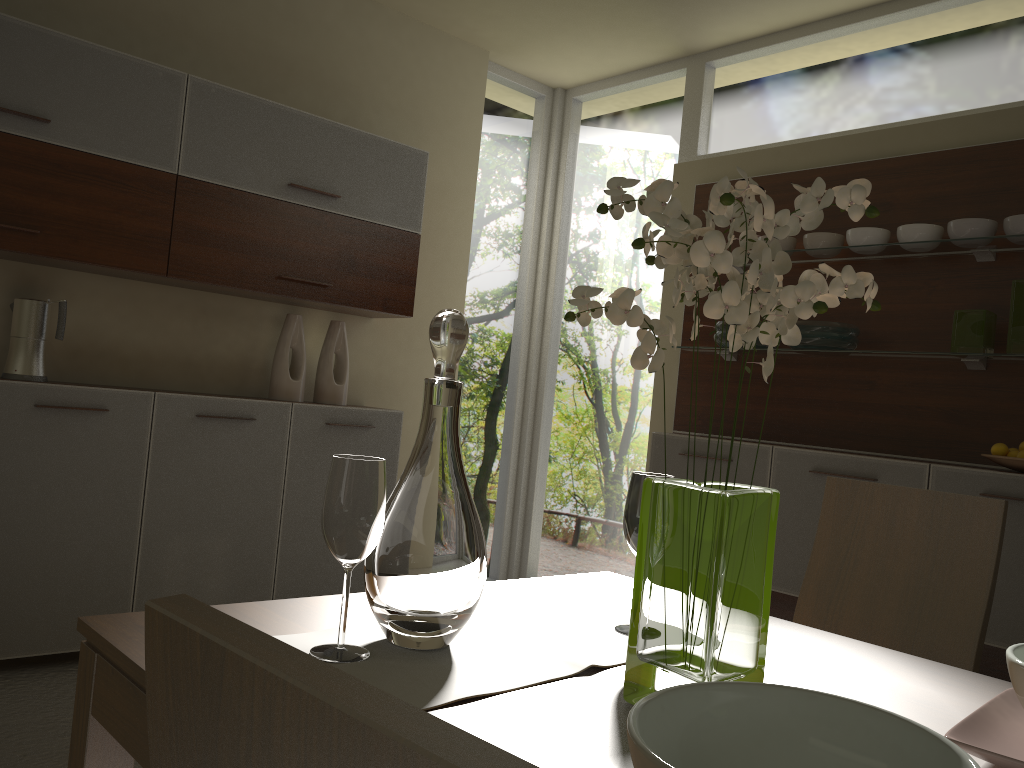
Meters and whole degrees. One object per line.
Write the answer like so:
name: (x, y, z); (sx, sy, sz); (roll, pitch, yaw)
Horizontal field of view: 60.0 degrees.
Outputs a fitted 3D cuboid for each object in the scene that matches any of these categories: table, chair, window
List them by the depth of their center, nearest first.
chair: (0.103, 0.623, 0.409); (0.404, 1.017, 0.507); (4, -2, 45)
table: (0.259, 0.762, 0.916); (1.000, 0.790, 1.411); (7, -2, -42)
chair: (0.571, 0.692, 1.601); (0.507, 1.017, 0.404); (7, -2, -42)
window: (-0.568, -0.409, 1.681); (6.429, 3.000, 4.466); (7, -2, -44)

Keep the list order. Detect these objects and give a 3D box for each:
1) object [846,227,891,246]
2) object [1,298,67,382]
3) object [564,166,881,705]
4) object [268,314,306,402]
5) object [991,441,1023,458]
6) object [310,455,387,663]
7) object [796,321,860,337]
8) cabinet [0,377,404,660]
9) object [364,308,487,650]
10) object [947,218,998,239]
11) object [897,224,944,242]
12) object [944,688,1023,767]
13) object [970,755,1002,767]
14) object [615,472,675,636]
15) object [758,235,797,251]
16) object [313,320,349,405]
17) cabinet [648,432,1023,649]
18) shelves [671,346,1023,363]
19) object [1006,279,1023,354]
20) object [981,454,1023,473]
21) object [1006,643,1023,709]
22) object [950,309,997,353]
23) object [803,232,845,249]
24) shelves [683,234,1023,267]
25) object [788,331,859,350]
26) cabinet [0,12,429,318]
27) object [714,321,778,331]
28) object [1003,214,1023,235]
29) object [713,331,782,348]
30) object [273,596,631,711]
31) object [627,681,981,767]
object: (1.413, -0.567, 3.525); (0.163, 0.077, 0.163); (5, -1, 7)
object: (-1.748, -0.165, 3.240); (0.181, 0.305, 0.150); (6, -1, -36)
object: (0.230, 0.060, 0.995); (0.304, 0.608, 0.302); (6, -1, -39)
object: (-0.986, -0.118, 3.944); (0.153, 0.384, 0.153); (6, -1, -8)
object: (1.752, 0.223, 2.986); (0.259, 0.139, 0.230); (5, -1, 18)
object: (-0.191, 0.202, 1.045); (0.075, 0.232, 0.075); (5, -1, 7)
object: (1.267, -0.207, 3.623); (0.288, 0.068, 0.288); (5, -1, 7)
cabinet: (-1.512, 0.527, 3.482); (2.318, 1.018, 0.372); (7, -2, -42)
object: (-0.099, 0.115, 1.136); (0.156, 0.426, 0.156); (6, -1, -1)
object: (1.675, -0.548, 3.231); (0.163, 0.077, 0.163); (5, -1, 7)
object: (1.556, -0.556, 3.385); (0.163, 0.077, 0.163); (6, -1, -1)
object: (0.610, 0.377, 0.869); (0.283, 0.033, 0.283); (5, -2, 42)
object: (0.491, 0.379, 0.746); (0.589, 0.010, 0.287); (6, -1, -39)
object: (0.196, 0.248, 1.300); (0.075, 0.232, 0.075); (5, -1, 7)
object: (1.140, -0.588, 3.825); (0.163, 0.077, 0.163); (5, -1, 7)
object: (-0.822, -0.099, 4.093); (0.153, 0.384, 0.153); (6, -1, -8)
cabinet: (1.540, 0.572, 3.180); (0.372, 0.570, 2.463); (7, -2, -42)
shelves: (1.648, -0.097, 3.233); (0.255, 0.008, 2.463); (7, -2, -42)
object: (1.782, -0.225, 3.054); (0.099, 0.259, 0.099); (7, -2, -42)
object: (1.762, 0.279, 2.977); (0.337, 0.053, 0.337); (6, -1, -11)
object: (0.613, 0.336, 0.870); (0.233, 0.101, 0.233); (5, -1, 37)
object: (1.663, -0.182, 3.193); (0.111, 0.160, 0.112); (7, -2, -42)
object: (1.294, -0.576, 3.688); (0.163, 0.077, 0.163); (5, -1, 7)
shelves: (1.687, -0.504, 3.241); (0.255, 0.008, 2.463); (7, -2, -42)
object: (1.263, -0.165, 3.622); (0.288, 0.068, 0.288); (5, -1, 7)
cabinet: (-1.383, -0.808, 3.508); (2.318, 0.789, 0.372); (7, -2, -42)
object: (1.031, -0.225, 3.878); (0.288, 0.068, 0.288); (5, -1, 7)
object: (1.808, -0.538, 3.099); (0.163, 0.077, 0.163); (5, -1, 7)
object: (1.027, -0.183, 3.877); (0.288, 0.068, 0.288); (5, -1, 7)
object: (-0.004, 0.340, 1.186); (0.287, 0.010, 0.589); (4, -2, 45)
object: (0.192, 0.292, 0.608); (0.232, 0.107, 0.233); (6, -1, -31)
